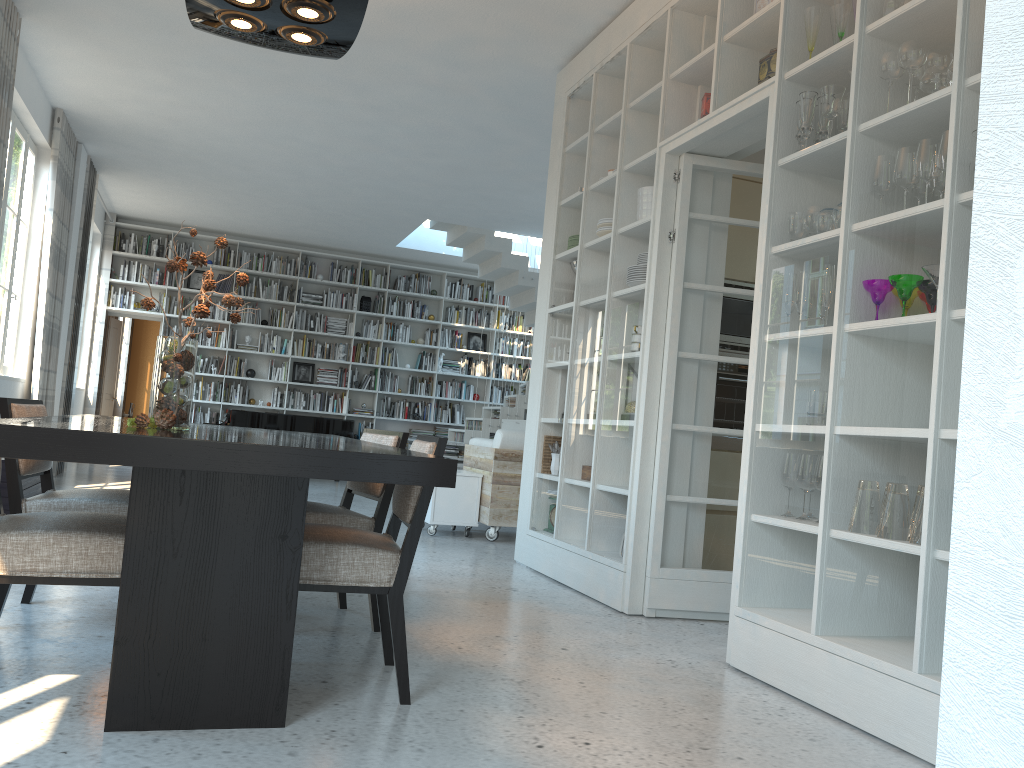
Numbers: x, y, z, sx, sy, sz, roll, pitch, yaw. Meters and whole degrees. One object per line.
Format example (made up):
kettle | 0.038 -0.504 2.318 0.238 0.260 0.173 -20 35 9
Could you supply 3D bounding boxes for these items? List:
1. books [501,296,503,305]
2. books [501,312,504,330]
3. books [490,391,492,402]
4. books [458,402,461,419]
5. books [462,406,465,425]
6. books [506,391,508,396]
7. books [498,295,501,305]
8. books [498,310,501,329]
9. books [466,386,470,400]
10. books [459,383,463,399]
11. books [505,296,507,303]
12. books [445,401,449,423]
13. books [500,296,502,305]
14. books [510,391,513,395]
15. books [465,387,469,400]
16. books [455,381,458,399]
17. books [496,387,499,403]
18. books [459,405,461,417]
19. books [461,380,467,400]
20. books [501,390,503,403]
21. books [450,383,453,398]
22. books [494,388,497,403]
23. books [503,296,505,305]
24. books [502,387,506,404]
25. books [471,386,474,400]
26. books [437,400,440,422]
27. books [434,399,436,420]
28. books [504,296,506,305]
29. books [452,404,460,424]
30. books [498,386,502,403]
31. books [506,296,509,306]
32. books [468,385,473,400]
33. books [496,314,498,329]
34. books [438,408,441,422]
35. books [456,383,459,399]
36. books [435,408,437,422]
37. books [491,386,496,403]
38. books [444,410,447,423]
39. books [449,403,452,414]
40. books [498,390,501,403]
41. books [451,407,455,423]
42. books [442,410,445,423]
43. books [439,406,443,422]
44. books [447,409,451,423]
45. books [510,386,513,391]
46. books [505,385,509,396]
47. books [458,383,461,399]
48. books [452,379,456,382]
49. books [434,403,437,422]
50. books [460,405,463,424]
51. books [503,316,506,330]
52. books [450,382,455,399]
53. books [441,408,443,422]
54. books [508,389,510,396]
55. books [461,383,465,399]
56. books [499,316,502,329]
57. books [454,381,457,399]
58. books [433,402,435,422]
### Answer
books | -0.170 -1.285 13.528 0.025 0.223 0.136 6 -3 -19
books | -0.171 -0.943 13.413 0.026 0.263 0.189 6 -3 -19
books | -0.350 0.144 13.439 0.085 0.278 0.159 6 -3 -19
books | -0.799 0.438 13.290 0.012 0.326 0.136 6 -3 -19
books | -0.738 0.470 13.298 0.062 0.274 0.148 6 -3 -19
books | -0.112 0.208 13.524 0.027 0.200 0.164 6 -3 -19
books | -0.205 -1.336 13.491 0.011 0.313 0.172 6 -3 -19
books | -0.212 -0.963 13.408 0.010 0.294 0.183 6 -3 -19
books | -0.673 0.138 13.330 0.037 0.218 0.139 6 -3 -19
books | -0.779 0.108 13.296 0.012 0.254 0.161 6 -3 -19
books | -0.116 -1.284 13.521 0.022 0.229 0.175 6 -3 -19
books | -0.978 0.414 13.210 0.014 0.333 0.168 6 -3 -19
books | -0.187 -1.314 13.511 0.022 0.275 0.160 6 -3 -19
books | -0.032 0.213 13.532 0.021 0.205 0.174 6 -3 -19
books | -0.700 0.143 13.304 0.030 0.200 0.189 6 -3 -19
books | -0.848 0.091 13.262 0.011 0.272 0.152 6 -3 -19
books | -0.242 0.172 13.470 0.022 0.242 0.151 6 -3 -19
books | -0.810 0.457 13.280 0.012 0.285 0.159 6 -3 -19
books | -0.730 0.094 13.290 0.026 0.290 0.181 6 -3 -19
books | -0.174 0.197 13.500 0.025 0.208 0.149 6 -3 -19
books | -0.920 0.105 13.235 0.012 0.229 0.179 6 -3 -19
books | -0.270 0.172 13.459 0.037 0.236 0.153 6 -3 -19
books | -0.145 -1.315 13.522 0.013 0.286 0.150 6 -3 -19
books | -0.139 0.179 13.485 0.027 0.248 0.184 6 -3 -19
books | -0.617 0.141 13.341 0.027 0.223 0.170 6 -3 -19
books | -1.107 0.404 13.185 0.013 0.327 0.130 6 -3 -19
books | -1.160 0.392 13.153 0.014 0.337 0.132 6 -3 -19
books | -0.129 -1.306 13.514 0.012 0.269 0.184 6 -3 -19
books | -0.838 0.448 13.216 0.075 0.291 0.255 6 -3 -19
books | -0.197 0.166 13.500 0.024 0.267 0.133 6 -3 -19
books | -0.085 -1.287 13.540 0.023 0.243 0.182 6 -3 -19
books | -0.640 0.132 13.332 0.025 0.235 0.181 6 -3 -19
books | -0.242 -0.964 13.423 0.036 0.293 0.135 6 -3 -19
books | -1.092 0.461 13.178 0.023 0.214 0.163 6 -3 -19
books | -0.832 0.106 13.271 0.026 0.246 0.165 6 -3 -19
books | -1.134 0.458 13.176 0.033 0.213 0.140 6 -3 -19
books | -0.295 0.161 13.442 0.024 0.252 0.175 6 -3 -19
books | -1.003 0.485 13.203 0.024 0.185 0.149 6 -3 -19
books | -0.926 0.435 13.250 0.010 0.304 0.131 6 -3 -19
books | -0.218 0.195 13.472 0.029 0.201 0.172 6 -3 -19
books | -0.903 0.469 13.238 0.031 0.239 0.171 6 -3 -19
books | -1.031 0.481 13.201 0.030 0.187 0.140 6 -3 -19
books | -1.069 0.449 13.175 0.015 0.243 0.156 6 -3 -19
books | -0.951 0.475 13.217 0.052 0.217 0.184 6 -3 -19
books | -0.016 0.176 13.547 0.011 0.284 0.161 6 -3 -19
books | -0.088 0.162 13.532 0.013 0.297 0.141 6 -3 -19
books | -0.807 0.106 13.259 0.014 0.249 0.177 6 -3 -19
books | -0.878 0.074 13.249 0.013 0.299 0.147 6 -3 -19
books | -1.149 0.419 13.159 0.015 0.286 0.138 6 -3 -19
books | -0.776 0.458 13.275 0.025 0.287 0.160 6 -3 -19
books | -0.142 -0.920 13.435 0.049 0.223 0.161 6 -3 -19
books | -0.892 0.093 13.221 0.028 0.255 0.191 6 -3 -19
books | -1.056 0.468 13.192 0.025 0.210 0.137 6 -3 -19
books | -0.076 0.196 13.530 0.014 0.230 0.172 6 -3 -19
books | -0.754 0.115 13.278 0.023 0.243 0.189 6 -3 -19
books | -0.200 -0.917 13.412 0.024 0.205 0.165 6 -3 -19
books | -0.863 0.093 13.236 0.012 0.262 0.186 6 -3 -19
books | -1.176 0.416 13.152 0.012 0.286 0.158 6 -3 -19
